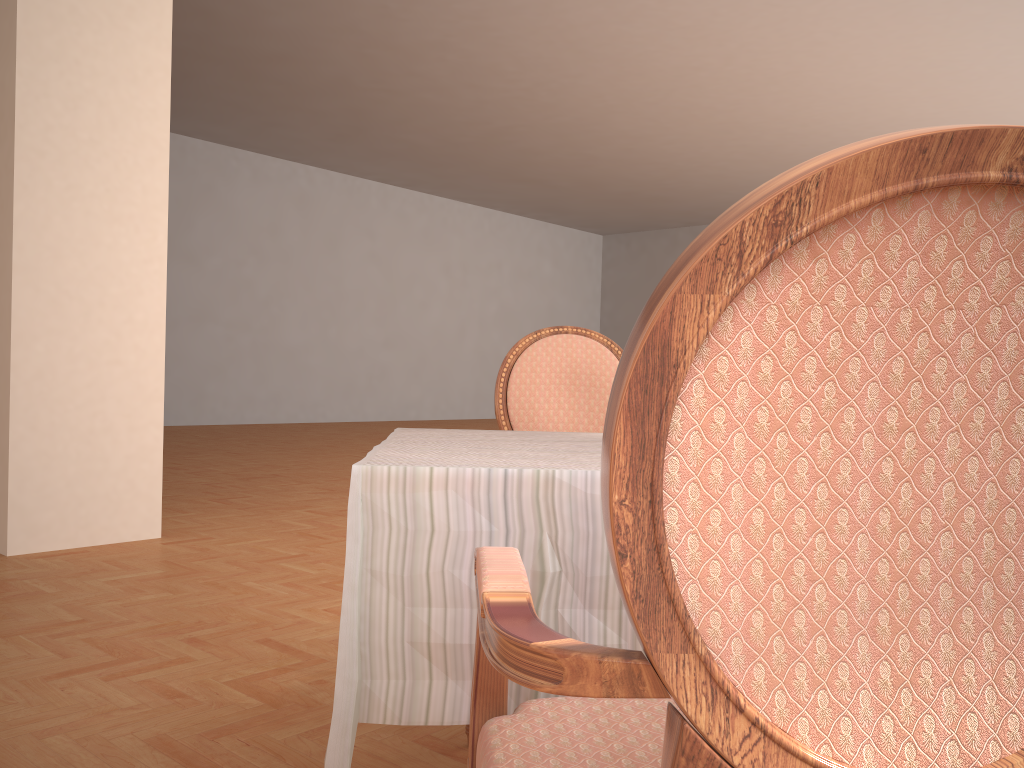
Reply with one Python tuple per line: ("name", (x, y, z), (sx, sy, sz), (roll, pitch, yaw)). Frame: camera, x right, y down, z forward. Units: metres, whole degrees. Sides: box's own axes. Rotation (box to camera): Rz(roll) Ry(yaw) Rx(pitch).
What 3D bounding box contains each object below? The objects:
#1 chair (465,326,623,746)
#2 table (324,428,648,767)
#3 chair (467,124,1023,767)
("chair", (0.149, 0.311, 2.133), (0.521, 0.931, 0.593), (2, 1, -4))
("table", (0.164, 0.442, 1.461), (0.831, 0.677, 0.829), (2, 1, -4))
("chair", (0.229, 0.322, 0.755), (0.521, 0.931, 0.593), (2, 1, -4))
